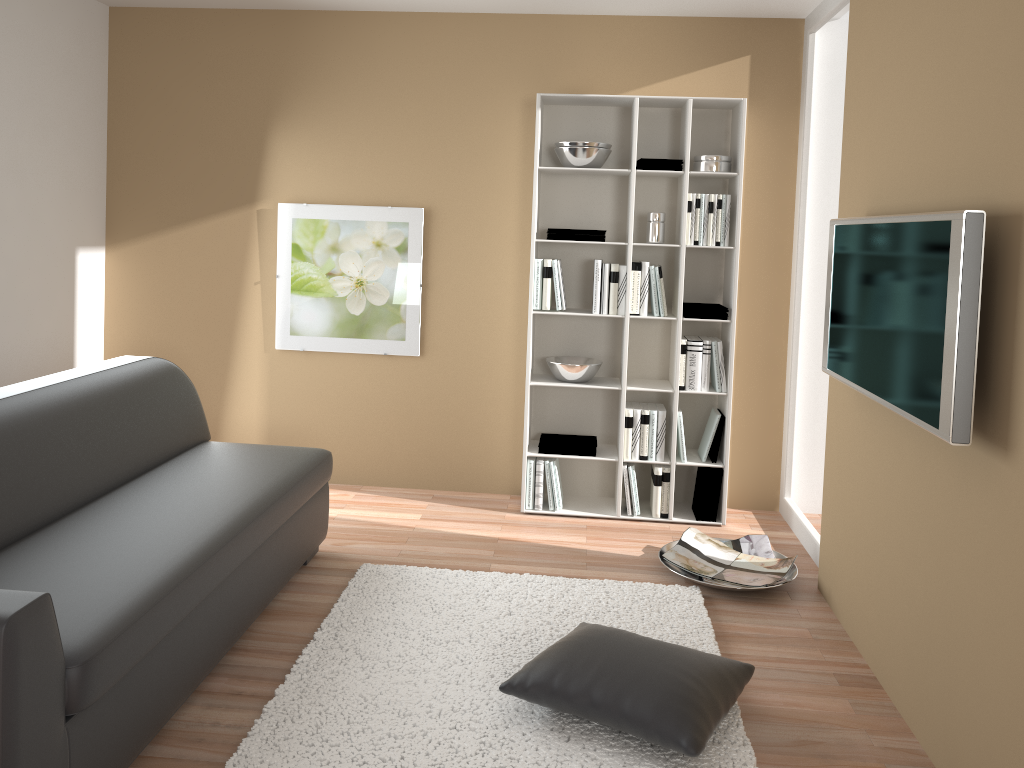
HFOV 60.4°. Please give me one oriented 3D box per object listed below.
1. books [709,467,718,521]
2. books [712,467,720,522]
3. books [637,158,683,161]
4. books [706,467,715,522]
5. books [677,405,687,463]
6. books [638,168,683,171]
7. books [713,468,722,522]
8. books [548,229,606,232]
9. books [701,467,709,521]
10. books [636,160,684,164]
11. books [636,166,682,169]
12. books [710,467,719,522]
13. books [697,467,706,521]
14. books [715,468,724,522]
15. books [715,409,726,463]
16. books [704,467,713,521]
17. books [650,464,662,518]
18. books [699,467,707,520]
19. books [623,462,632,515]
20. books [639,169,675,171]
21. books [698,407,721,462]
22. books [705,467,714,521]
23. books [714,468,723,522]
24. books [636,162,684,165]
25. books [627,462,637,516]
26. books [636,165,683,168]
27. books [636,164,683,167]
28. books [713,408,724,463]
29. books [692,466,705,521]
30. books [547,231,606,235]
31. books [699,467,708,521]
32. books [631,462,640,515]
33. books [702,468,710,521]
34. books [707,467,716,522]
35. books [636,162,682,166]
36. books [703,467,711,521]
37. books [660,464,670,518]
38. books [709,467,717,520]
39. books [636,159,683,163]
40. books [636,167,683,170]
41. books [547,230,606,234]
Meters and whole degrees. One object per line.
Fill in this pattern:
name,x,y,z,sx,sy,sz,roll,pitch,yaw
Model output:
books,1.030,0.547,4.559,0.032,0.268,0.216,2,5,5
books,1.041,0.550,4.555,0.032,0.267,0.213,2,5,5
books,0.750,-1.148,4.546,0.210,0.006,0.301,2,10,-1
books,1.014,0.549,4.557,0.032,0.267,0.213,2,5,5
books,0.870,0.254,4.556,0.060,0.258,0.209,2,6,4
books,0.748,-1.100,4.553,0.210,0.006,0.301,2,10,-1
books,1.046,0.550,4.554,0.032,0.267,0.213,2,5,5
books,0.338,-0.797,4.575,0.297,0.007,0.213,3,10,4
books,0.986,0.545,4.558,0.032,0.270,0.219,2,6,5
books,0.753,-1.138,4.551,0.210,0.008,0.301,2,10,-1
books,0.748,-1.112,4.555,0.210,0.006,0.301,2,10,-2
books,1.035,0.548,4.554,0.032,0.270,0.219,2,6,5
books,0.969,0.546,4.560,0.032,0.267,0.214,2,5,5
books,1.058,0.551,4.554,0.032,0.267,0.213,2,5,5
books,1.067,0.268,4.571,0.043,0.236,0.213,2,6,5
books,1.003,0.545,4.558,0.032,0.272,0.221,2,6,5
books,0.749,0.535,4.571,0.040,0.256,0.209,2,6,5
books,0.975,0.544,4.564,0.032,0.268,0.216,2,5,5
books,0.598,0.526,4.589,0.060,0.258,0.209,2,6,4
books,0.746,-1.095,4.554,0.210,0.007,0.301,2,10,-1
books,1.025,0.261,4.576,0.085,0.244,0.210,2,6,5
books,1.008,0.548,4.558,0.032,0.267,0.213,2,5,5
books,1.052,0.548,4.554,0.032,0.272,0.221,2,6,5
books,0.752,-1.133,4.551,0.210,0.008,0.301,2,10,-1
books,0.624,0.530,4.583,0.058,0.256,0.210,2,6,5
books,0.748,-1.116,4.551,0.210,0.006,0.301,2,10,-1
books,0.748,-1.122,4.551,0.210,0.006,0.301,2,10,-1
books,1.059,0.265,4.571,0.043,0.241,0.221,2,6,5
books,0.964,0.546,4.561,0.032,0.267,0.213,2,5,5
books,0.335,-0.787,4.581,0.297,0.008,0.213,3,10,4
books,0.980,0.544,4.563,0.032,0.268,0.216,2,5,5
books,0.642,0.526,4.597,0.058,0.256,0.210,2,6,5
books,0.992,0.547,4.559,0.032,0.267,0.213,2,5,5
books,1.019,0.549,4.555,0.032,0.267,0.214,2,5,5
books,0.747,-1.128,4.552,0.210,0.006,0.301,2,10,1
books,0.997,0.548,4.559,0.032,0.267,0.213,2,5,5
books,0.789,0.537,4.572,0.040,0.256,0.209,2,6,5
books,1.025,0.546,4.560,0.032,0.268,0.216,2,5,5
books,0.748,-1.143,4.548,0.210,0.007,0.301,2,10,-1
books,0.748,-1.105,4.553,0.210,0.006,0.301,2,10,-1
books,0.336,-0.792,4.580,0.297,0.008,0.213,3,10,4
